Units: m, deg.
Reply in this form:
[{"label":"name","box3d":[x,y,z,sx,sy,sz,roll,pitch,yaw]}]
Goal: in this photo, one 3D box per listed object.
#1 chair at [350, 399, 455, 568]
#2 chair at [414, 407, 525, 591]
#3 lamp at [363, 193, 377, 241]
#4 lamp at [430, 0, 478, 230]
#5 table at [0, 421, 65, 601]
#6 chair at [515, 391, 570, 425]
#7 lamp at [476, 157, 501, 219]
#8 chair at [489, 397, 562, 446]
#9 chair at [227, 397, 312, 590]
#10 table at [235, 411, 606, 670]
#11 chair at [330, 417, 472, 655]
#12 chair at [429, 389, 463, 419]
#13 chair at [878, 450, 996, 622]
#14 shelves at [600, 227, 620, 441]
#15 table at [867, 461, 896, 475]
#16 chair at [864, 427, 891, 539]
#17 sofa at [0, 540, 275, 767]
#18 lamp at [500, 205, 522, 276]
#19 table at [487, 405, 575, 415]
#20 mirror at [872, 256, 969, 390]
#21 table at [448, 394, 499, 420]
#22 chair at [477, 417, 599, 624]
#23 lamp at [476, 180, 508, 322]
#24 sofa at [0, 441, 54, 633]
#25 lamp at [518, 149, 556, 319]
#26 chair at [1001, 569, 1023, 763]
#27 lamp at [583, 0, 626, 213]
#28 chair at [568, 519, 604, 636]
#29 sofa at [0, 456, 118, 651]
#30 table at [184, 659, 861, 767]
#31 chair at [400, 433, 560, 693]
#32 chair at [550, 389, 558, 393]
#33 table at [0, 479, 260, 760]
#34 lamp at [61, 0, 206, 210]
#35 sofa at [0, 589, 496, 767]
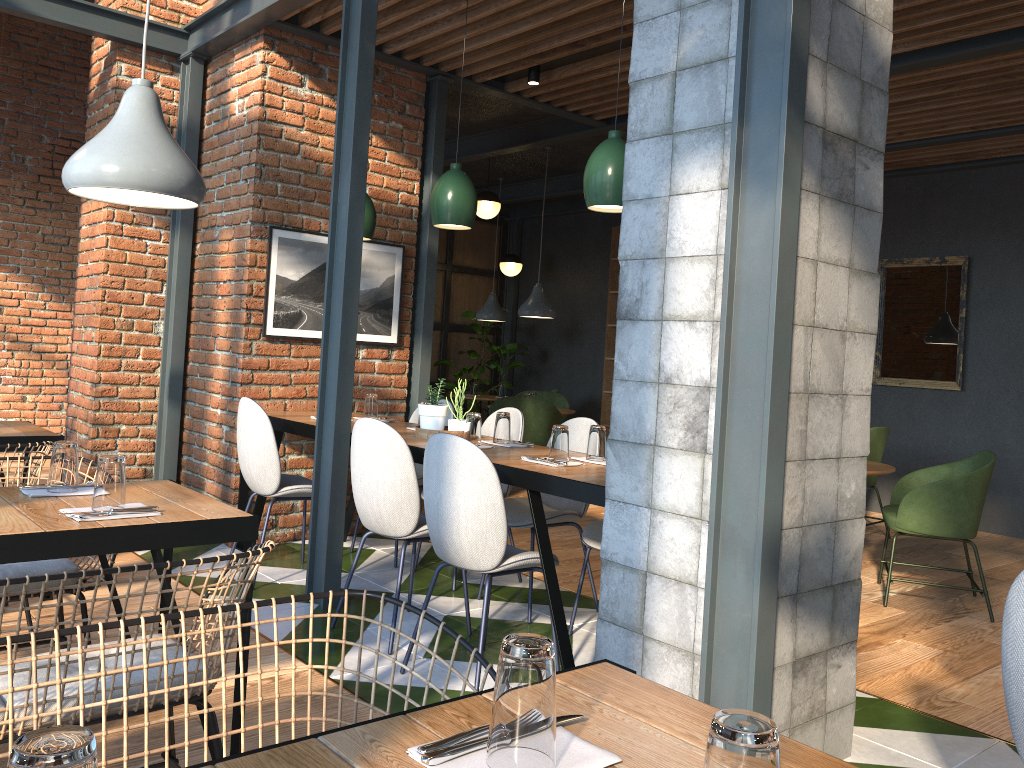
[{"label":"chair","box3d":[-0.597,0.525,4.995,0.507,0.888,0.419,4,0,-45]},{"label":"chair","box3d":[-0.210,0.562,4.606,0.507,0.888,0.419,4,0,-34]},{"label":"lamp","box3d":[-0.798,-1.805,4.856,0.223,2.023,0.224,4,-1,-37]},{"label":"lamp","box3d":[-0.218,-1.746,4.180,0.223,2.023,0.224,4,-1,-37]},{"label":"table","box3d":[-2.635,0.536,3.630,1.269,0.706,0.659,2,1,-41]},{"label":"chair","box3d":[0.241,0.486,8.663,0.639,0.819,0.514,4,0,9]},{"label":"lamp","box3d":[-0.133,-3.471,8.497,0.268,3.796,0.268,3,-1,29]},{"label":"chair","box3d":[0.095,0.512,7.642,0.638,0.819,0.515,4,0,4]},{"label":"chair","box3d":[-1.126,0.512,4.418,0.507,0.888,0.419,4,0,-34]},{"label":"table","box3d":[-0.373,0.630,4.084,0.657,0.766,2.776,3,2,-41]},{"label":"chair","box3d":[-0.429,0.580,3.671,0.507,0.888,0.419,4,0,-44]},{"label":"chair","box3d":[-0.800,0.388,9.664,0.515,0.819,0.639,4,0,-9]},{"label":"chair","box3d":[2.242,0.744,4.695,0.515,0.819,0.638,4,0,19]},{"label":"shelves","box3d":[1.452,-0.423,9.960,0.284,2.708,0.837,4,-1,-41]},{"label":"table","box3d":[1.665,0.767,4.901,0.807,0.687,0.808,3,1,-10]},{"label":"chair","box3d":[2.403,0.695,6.421,0.516,0.819,0.637,3,0,44]},{"label":"sofa","box3d":[-1.014,0.687,1.742,1.090,0.733,0.471,3,1,-41]},{"label":"lamp","box3d":[0.097,-3.170,10.534,0.268,3.796,0.268,3,-1,2]},{"label":"table","box3d":[0.157,0.565,8.130,0.807,0.687,0.807,4,1,1]},{"label":"mirror","box3d":[3.411,-0.515,7.432,0.061,1.086,0.769,4,0,-41]},{"label":"table","box3d":[-0.315,0.482,9.711,0.806,0.687,0.808,3,1,-41]},{"label":"chair","box3d":[0.146,0.599,4.156,0.507,0.888,0.419,4,0,-35]},{"label":"lamp","box3d":[-0.089,-2.936,9.773,0.353,4.493,0.352,4,-1,-5]},{"label":"sofa","box3d":[-2.268,0.560,3.203,1.090,0.733,0.471,3,1,-41]},{"label":"lamp","box3d":[0.364,-2.853,8.168,0.353,4.493,0.352,4,-1,-5]},{"label":"chair","box3d":[1.178,0.747,1.666,0.507,0.888,0.419,4,0,-40]},{"label":"lamp","box3d":[0.441,-1.680,3.412,0.223,2.023,0.224,4,-1,-37]},{"label":"chair","box3d":[0.551,0.638,3.748,0.507,0.888,0.419,4,0,-45]},{"label":"sofa","box3d":[-1.749,0.613,2.599,1.090,0.733,0.471,3,1,-41]},{"label":"table","box3d":[-0.141,0.789,0.723,1.269,0.706,0.659,2,1,-41]},{"label":"chair","box3d":[-0.085,0.617,3.210,0.507,0.888,0.419,4,0,-44]},{"label":"chair","box3d":[0.225,0.448,9.756,0.515,0.819,0.638,4,0,-4]},{"label":"table","box3d":[-1.384,0.663,2.171,1.269,0.706,0.659,2,1,-41]},{"label":"lamp","box3d":[-0.863,-2.732,2.383,0.353,4.493,0.352,3,-1,11]},{"label":"sofa","box3d":[-0.508,0.738,1.152,1.090,0.733,0.471,3,1,-41]}]
